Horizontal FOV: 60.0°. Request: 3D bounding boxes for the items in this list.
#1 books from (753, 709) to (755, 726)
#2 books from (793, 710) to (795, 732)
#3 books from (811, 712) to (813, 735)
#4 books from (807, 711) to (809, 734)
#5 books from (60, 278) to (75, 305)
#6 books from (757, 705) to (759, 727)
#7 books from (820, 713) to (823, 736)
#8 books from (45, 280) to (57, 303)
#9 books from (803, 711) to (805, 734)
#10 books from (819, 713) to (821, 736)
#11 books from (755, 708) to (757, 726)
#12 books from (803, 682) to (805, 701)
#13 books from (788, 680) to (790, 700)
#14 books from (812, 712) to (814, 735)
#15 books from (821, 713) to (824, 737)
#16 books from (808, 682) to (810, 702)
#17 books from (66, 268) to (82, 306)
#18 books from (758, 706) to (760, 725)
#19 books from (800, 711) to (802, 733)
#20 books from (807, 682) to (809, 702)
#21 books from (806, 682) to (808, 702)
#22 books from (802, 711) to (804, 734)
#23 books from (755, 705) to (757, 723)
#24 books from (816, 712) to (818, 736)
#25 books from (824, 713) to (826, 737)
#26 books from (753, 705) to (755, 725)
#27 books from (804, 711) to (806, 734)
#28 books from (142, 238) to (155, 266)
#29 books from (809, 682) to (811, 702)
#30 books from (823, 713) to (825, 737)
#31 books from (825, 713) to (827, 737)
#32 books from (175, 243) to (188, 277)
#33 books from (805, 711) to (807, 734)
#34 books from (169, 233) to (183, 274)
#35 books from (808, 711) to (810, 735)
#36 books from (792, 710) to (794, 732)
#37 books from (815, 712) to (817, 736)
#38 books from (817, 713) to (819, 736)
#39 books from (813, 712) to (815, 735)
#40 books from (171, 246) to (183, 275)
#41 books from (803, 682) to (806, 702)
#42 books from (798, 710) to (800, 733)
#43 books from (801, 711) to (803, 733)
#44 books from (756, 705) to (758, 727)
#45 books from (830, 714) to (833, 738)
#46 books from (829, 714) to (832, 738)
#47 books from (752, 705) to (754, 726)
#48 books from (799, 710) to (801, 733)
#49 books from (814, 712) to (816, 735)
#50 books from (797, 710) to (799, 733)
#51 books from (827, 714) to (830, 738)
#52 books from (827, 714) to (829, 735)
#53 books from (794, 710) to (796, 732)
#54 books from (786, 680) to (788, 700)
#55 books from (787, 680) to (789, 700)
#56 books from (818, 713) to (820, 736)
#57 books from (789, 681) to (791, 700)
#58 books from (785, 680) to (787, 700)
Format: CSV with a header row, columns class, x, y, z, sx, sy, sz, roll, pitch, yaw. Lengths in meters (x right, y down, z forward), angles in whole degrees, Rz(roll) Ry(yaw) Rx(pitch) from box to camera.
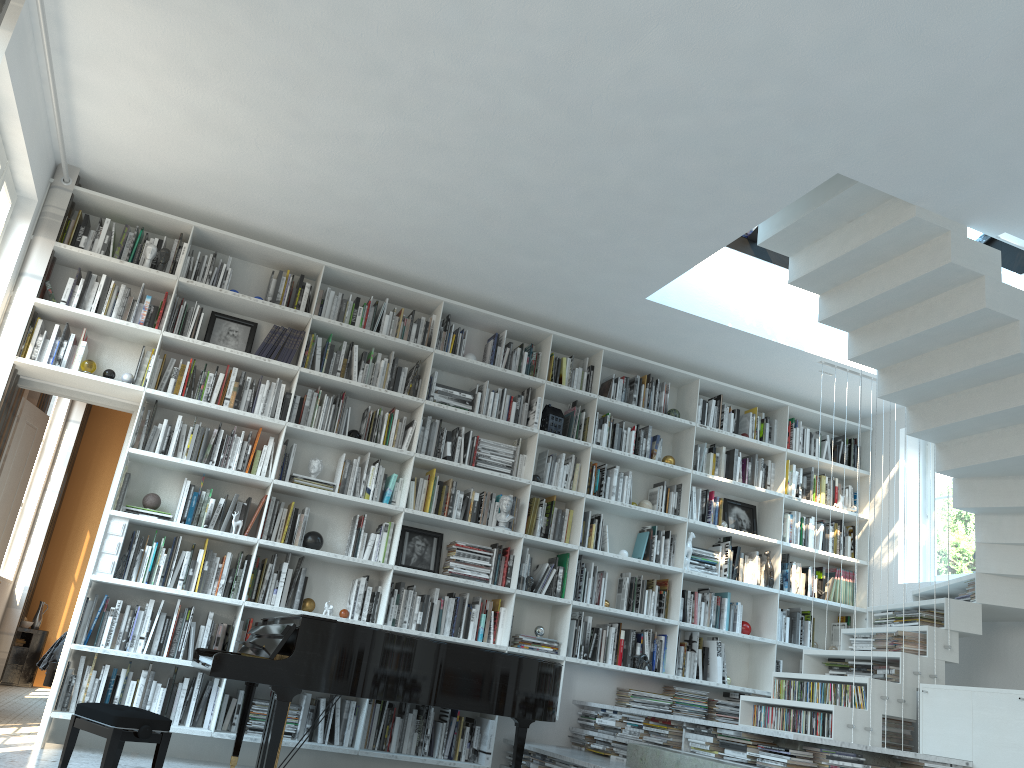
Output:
class,x,y,z,sx,sy,sz,roll,pitch,yaw
books,1.560,2.072,5.520,0.125,0.125,0.008,15,-19,-19
books,1.701,1.980,5.189,0.125,0.125,0.008,15,-19,-19
books,1.758,1.943,5.055,0.125,0.125,0.012,15,-19,-19
books,1.745,1.951,5.085,0.125,0.125,0.011,15,-19,-19
books,-2.706,-0.518,5.394,0.034,0.217,0.166,15,-20,-19
books,1.573,2.064,5.489,0.125,0.125,0.007,15,-19,-19
books,1.787,1.923,4.985,0.125,0.125,0.008,15,-19,-19
books,-2.784,-0.516,5.373,0.121,0.175,0.130,15,-20,-19
books,1.733,1.959,5.114,0.125,0.125,0.008,15,-19,-19
books,1.784,1.925,4.993,0.125,0.125,0.010,15,-19,-19
books,1.567,2.067,5.503,0.125,0.125,0.009,15,-19,-19
books,1.820,1.882,5.389,0.125,0.125,0.008,15,-19,-19
books,1.768,1.916,5.510,0.125,0.125,0.010,15,-19,-19
books,1.762,1.940,5.045,0.125,0.125,0.008,15,-19,-19
books,1.791,1.920,4.976,0.125,0.125,0.012,15,-19,-19
books,1.839,1.870,5.345,0.125,0.125,0.010,15,-19,-19
books,-2.680,-0.548,5.416,0.012,0.295,0.163,15,-19,-19
books,1.576,2.062,5.482,0.125,0.125,0.008,15,-19,-19
books,1.724,1.965,5.136,0.125,0.125,0.010,15,-19,-19
books,1.835,1.872,5.354,0.125,0.125,0.007,15,-19,-19
books,1.831,1.875,5.362,0.125,0.125,0.009,15,-19,-19
books,1.730,1.961,5.121,0.125,0.125,0.008,15,-19,-19
books,1.564,2.070,5.511,0.125,0.125,0.010,15,-19,-19
books,1.774,1.932,5.018,0.125,0.125,0.008,15,-19,-19
books,1.799,1.916,4.959,0.125,0.125,0.009,15,-19,-19
books,1.558,2.074,5.526,0.125,0.125,0.008,15,-19,-19
books,1.735,1.957,5.108,0.125,0.125,0.007,15,-19,-19
books,-2.312,-0.783,5.621,0.025,0.243,0.168,15,-20,-19
books,1.843,1.867,5.335,0.125,0.125,0.014,15,-19,-19
books,1.796,1.918,4.966,0.125,0.125,0.010,15,-19,-19
books,1.802,1.913,4.950,0.125,0.125,0.007,15,-19,-19
books,-2.120,-0.743,5.663,0.024,0.251,0.235,15,-20,-19
books,1.738,1.955,5.101,0.125,0.125,0.008,15,-19,-19
books,-2.166,-0.787,5.690,0.014,0.336,0.168,15,-19,-19
books,1.748,1.949,5.077,0.125,0.125,0.008,15,-19,-19
books,1.698,1.982,5.197,0.125,0.125,0.008,15,-19,-19
books,1.771,1.934,5.025,0.125,0.125,0.007,15,-19,-19
books,1.777,1.930,5.011,0.125,0.125,0.008,15,-19,-19
books,1.765,1.938,5.038,0.125,0.125,0.007,15,-19,-19
books,-2.156,-0.744,5.689,0.025,0.258,0.138,15,-19,-19
books,1.824,1.879,5.379,0.125,0.125,0.012,15,-19,-19
books,1.718,1.969,5.149,0.125,0.125,0.009,15,-19,-19
books,1.727,1.963,5.128,0.125,0.125,0.008,15,-19,-19
books,1.571,2.065,5.496,0.125,0.125,0.007,15,-19,-19
books,1.819,1.902,4.911,0.125,0.125,0.013,15,-19,-19
books,1.815,1.905,4.921,0.125,0.125,0.010,15,-19,-19
books,1.555,2.076,5.533,0.125,0.125,0.007,15,-19,-19
books,1.721,1.967,5.142,0.125,0.125,0.010,15,-19,-19
books,1.768,1.936,5.032,0.125,0.125,0.007,15,-19,-19
books,1.715,1.971,5.156,0.125,0.125,0.008,15,-19,-19
books,1.810,1.908,4.931,0.125,0.125,0.014,15,-19,-19
books,1.806,1.911,4.942,0.125,0.125,0.010,15,-19,-19
books,1.703,1.978,5.183,0.125,0.125,0.008,15,-19,-19
books,1.762,1.920,5.526,0.125,0.125,0.008,15,-19,-19
books,1.765,1.918,5.519,0.125,0.125,0.008,15,-19,-19
books,1.780,1.928,5.002,0.125,0.125,0.010,15,-19,-19
books,1.772,1.913,5.501,0.125,0.125,0.010,15,-19,-19
books,1.759,1.922,5.533,0.125,0.125,0.007,15,-19,-19
